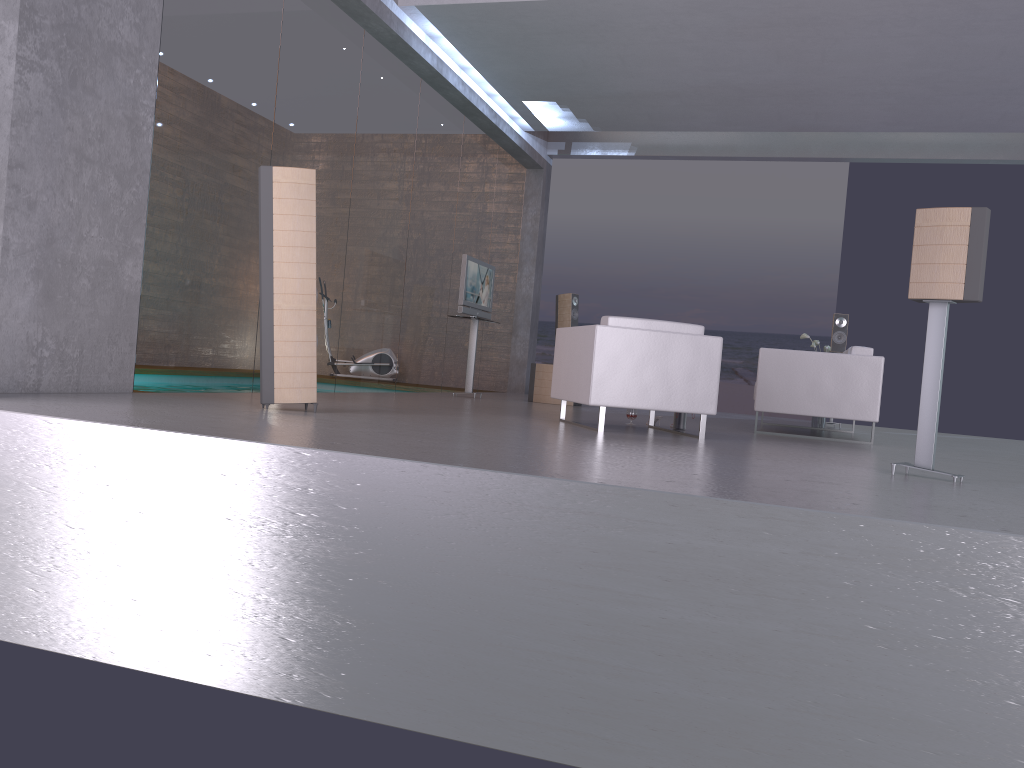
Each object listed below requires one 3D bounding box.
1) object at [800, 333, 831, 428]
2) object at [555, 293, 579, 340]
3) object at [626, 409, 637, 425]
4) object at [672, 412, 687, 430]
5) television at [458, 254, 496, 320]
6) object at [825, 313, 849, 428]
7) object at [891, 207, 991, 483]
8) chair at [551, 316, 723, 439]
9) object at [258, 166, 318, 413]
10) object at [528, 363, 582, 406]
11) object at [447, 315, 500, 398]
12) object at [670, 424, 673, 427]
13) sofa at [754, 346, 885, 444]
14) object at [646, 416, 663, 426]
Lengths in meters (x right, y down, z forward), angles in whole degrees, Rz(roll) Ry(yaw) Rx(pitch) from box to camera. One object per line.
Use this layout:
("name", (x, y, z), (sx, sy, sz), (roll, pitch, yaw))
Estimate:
("object", (3.465, -0.029, 9.975), (0.400, 1.051, 0.387), (4, 1, -35))
("object", (0.736, -0.514, 12.288), (0.444, 1.469, 0.244), (6, 1, 42))
("object", (0.987, 0.218, 7.285), (0.091, 0.233, 0.091), (6, 1, 45))
("object", (1.363, 0.150, 7.131), (0.109, 0.435, 0.109), (6, 1, 44))
("television", (-0.398, -1.101, 10.235), (0.054, 0.644, 1.000), (5, 1, 17))
("object", (3.937, -0.159, 10.759), (0.243, 1.363, 0.333), (5, 1, 23))
("object", (2.167, -0.202, 4.490), (0.243, 1.363, 0.333), (4, 1, -42))
("chair", (0.879, -0.065, 6.566), (0.936, 0.808, 1.026), (5, 1, -13))
("object", (-1.373, -0.578, 5.412), (0.444, 1.473, 0.244), (4, 1, -28))
("object", (0.531, 0.005, 10.592), (0.604, 0.459, 0.514), (5, 1, 17))
("object", (-0.466, -0.326, 10.252), (0.360, 0.958, 0.818), (5, 1, 17))
("object", (1.369, 0.322, 7.351), (0.079, 0.087, 0.235), (5, 1, -5))
("sofa", (2.913, 0.064, 8.609), (1.026, 0.824, 2.353), (5, 1, 17))
("object", (1.185, 0.305, 7.417), (0.079, 0.087, 0.235), (5, 1, -16))
